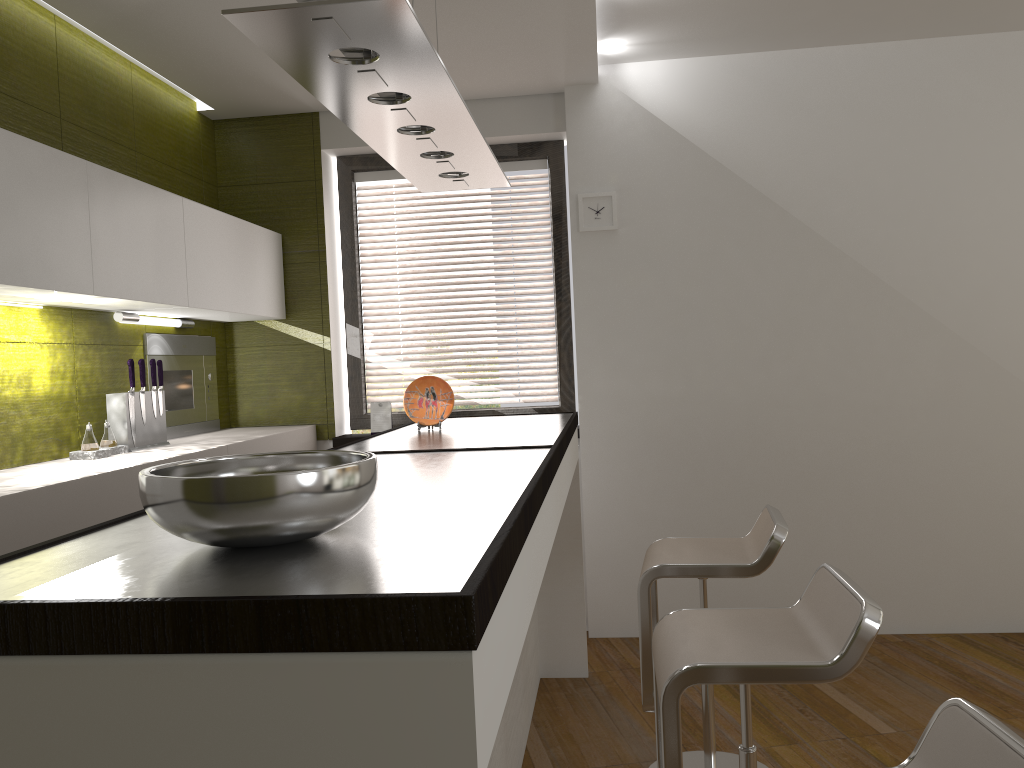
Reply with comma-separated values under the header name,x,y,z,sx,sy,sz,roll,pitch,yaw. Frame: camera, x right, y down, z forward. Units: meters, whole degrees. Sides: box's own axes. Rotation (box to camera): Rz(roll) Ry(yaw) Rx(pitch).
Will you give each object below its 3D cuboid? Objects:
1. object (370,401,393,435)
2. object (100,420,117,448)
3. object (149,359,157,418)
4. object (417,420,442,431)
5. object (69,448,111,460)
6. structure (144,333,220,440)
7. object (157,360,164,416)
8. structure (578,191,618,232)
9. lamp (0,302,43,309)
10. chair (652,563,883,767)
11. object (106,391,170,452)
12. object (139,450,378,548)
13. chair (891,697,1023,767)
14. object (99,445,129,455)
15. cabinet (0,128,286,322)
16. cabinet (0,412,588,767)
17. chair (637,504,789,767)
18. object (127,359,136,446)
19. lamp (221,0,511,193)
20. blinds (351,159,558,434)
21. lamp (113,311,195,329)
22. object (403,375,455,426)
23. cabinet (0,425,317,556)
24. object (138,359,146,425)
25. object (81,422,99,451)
name,x,y,z,sx,sy,sz,roll,pitch,yaw
object,-0.666,0.176,4.526,0.106,0.169,0.057,-3,1,1
object,-1.496,0.192,3.285,0.059,0.121,0.059,-3,2,-27
object,-1.430,0.020,3.542,0.013,0.243,0.036,-2,1,6
object,-0.293,0.097,3.156,0.088,0.131,0.072,-3,1,1
object,-1.496,0.251,3.148,0.107,0.032,0.107,-2,1,7
structure,-1.509,0.010,4.104,0.015,0.469,0.663,-3,1,6
object,-1.425,0.017,3.592,0.013,0.231,0.040,-2,1,6
structure,0.410,-0.822,4.238,0.180,0.180,0.026,-3,1,6
lamp,-1.659,-0.262,2.930,0.008,0.008,0.334,-3,1,6
chair,0.540,0.856,1.944,0.460,0.857,0.418,-2,1,7
object,-1.471,0.145,3.488,0.107,0.227,0.293,-2,1,6
object,-0.339,0.159,1.212,0.311,0.105,0.311,-2,1,19
chair,0.450,0.880,1.102,0.460,0.857,0.418,-3,1,2
object,-1.494,0.247,3.287,0.107,0.032,0.107,-2,1,18
cabinet,-1.539,0.314,2.841,0.724,2.089,3.471,-3,1,6
cabinet,-0.181,0.740,2.362,0.663,1.134,2.947,-3,1,6
chair,0.630,0.831,2.785,0.460,0.857,0.418,-2,1,12
object,-1.446,0.073,3.375,0.013,0.339,0.046,-2,1,6
lamp,-0.271,-1.015,2.357,0.326,0.683,1.677,-3,1,6
blinds,-2.959,-2.974,7.837,16.000,12.704,9.030,-4,2,-44
lamp,-1.520,-0.271,3.805,0.095,0.041,0.716,-3,1,6
object,-0.296,0.059,3.156,0.184,0.178,0.055,-3,1,2
cabinet,-1.365,0.802,3.104,0.465,1.086,2.940,-3,1,6
object,-1.439,0.033,3.453,0.013,0.264,0.042,-2,1,6
object,-1.499,0.196,3.147,0.059,0.121,0.059,-4,2,-38
